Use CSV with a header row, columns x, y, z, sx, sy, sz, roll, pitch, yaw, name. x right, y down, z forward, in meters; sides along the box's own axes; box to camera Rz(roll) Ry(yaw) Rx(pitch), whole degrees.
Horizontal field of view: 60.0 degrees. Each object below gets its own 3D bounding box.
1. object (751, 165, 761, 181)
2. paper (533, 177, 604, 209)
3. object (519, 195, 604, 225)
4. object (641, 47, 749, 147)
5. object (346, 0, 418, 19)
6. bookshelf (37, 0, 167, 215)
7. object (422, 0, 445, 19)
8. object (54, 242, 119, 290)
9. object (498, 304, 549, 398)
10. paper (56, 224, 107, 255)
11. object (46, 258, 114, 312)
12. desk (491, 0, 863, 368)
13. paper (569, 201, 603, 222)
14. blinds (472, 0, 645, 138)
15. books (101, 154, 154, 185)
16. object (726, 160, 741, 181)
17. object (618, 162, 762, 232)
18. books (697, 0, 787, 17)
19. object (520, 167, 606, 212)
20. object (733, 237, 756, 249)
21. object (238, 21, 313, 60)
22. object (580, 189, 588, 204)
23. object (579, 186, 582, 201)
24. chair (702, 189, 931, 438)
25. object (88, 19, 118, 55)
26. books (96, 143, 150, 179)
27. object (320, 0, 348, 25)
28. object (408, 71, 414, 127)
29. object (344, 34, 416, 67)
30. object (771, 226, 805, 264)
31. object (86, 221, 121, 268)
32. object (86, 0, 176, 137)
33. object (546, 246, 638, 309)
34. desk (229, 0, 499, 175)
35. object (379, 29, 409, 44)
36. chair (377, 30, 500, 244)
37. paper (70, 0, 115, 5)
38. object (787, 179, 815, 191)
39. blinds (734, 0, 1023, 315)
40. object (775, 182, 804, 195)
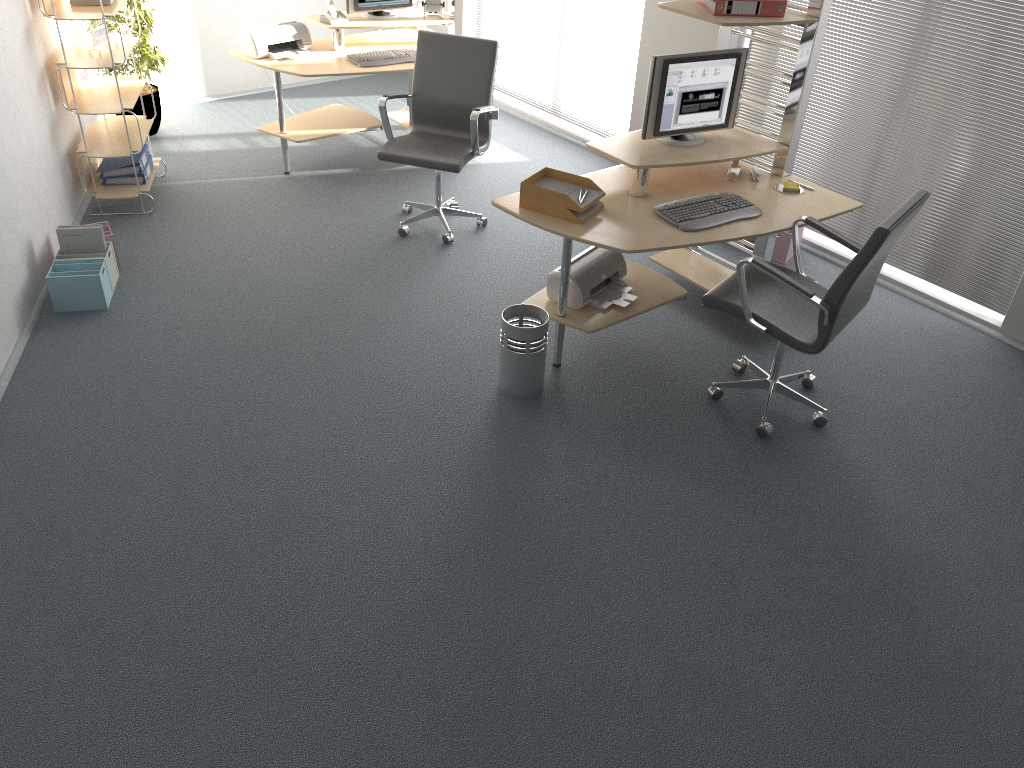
x,y,z,sx,sy,sz,roll,pitch,yaw,name
1.192,-1.035,4.338,0.022,0.042,0.134,5,35,2,object
0.225,-0.841,3.897,0.297,0.010,0.210,21,39,23,paper
0.223,-0.809,3.920,0.309,0.060,0.225,21,39,23,object
0.831,-1.363,4.174,0.516,0.418,0.245,-7,36,-15,object
-0.883,-2.679,5.910,0.516,0.418,0.245,-12,38,-21,object
-2.361,-1.829,5.128,0.381,1.572,0.724,-4,36,-10,bookshelf
-0.532,-2.552,6.002,0.154,0.135,0.093,1,35,-3,object
-2.193,-0.598,4.586,0.245,0.202,0.185,-4,36,-11,object
0.050,-0.143,3.971,0.208,0.377,0.208,5,35,3,object
-2.192,-0.664,4.558,0.220,0.306,0.068,-4,36,-11,paper
-2.156,-0.492,4.439,0.245,0.202,0.185,-4,36,-11,object
0.771,-0.872,4.022,1.469,1.566,0.967,-22,42,-32,desk
0.223,-0.799,3.927,0.297,0.019,0.210,21,39,23,paper
0.325,-3.288,6.226,0.037,2.749,1.950,-22,42,-32,blinds
-2.375,-1.324,5.469,0.262,0.072,0.320,-4,36,-10,books
1.088,-1.055,4.340,0.054,0.064,0.159,13,36,14,object
0.737,-0.895,4.158,0.478,0.082,0.814,-17,40,-26,object
1.028,-1.717,3.977,0.320,0.072,0.262,-1,35,-6,books
0.225,-0.855,3.888,0.309,0.060,0.225,21,39,23,object
1.440,-0.964,5.414,0.245,0.202,0.185,-22,42,-32,object
-1.462,-2.191,5.664,0.351,0.162,0.438,30,43,33,object
0.313,-0.814,3.851,0.008,0.009,0.159,11,36,11,object
0.300,-0.830,3.873,0.008,0.009,0.159,6,35,4,object
1.206,-0.343,3.754,0.652,1.048,0.584,26,41,29,chair
-2.329,-1.974,5.022,0.077,0.161,0.192,7,35,5,object
-2.382,-1.369,5.436,0.263,0.100,0.320,-4,36,-10,books
-1.166,-2.439,5.776,0.119,0.151,0.150,26,41,29,object
-0.515,-1.979,6.251,0.199,0.422,0.471,-22,42,-32,object
-0.950,-2.227,5.919,0.478,0.082,0.814,-17,40,-26,object
1.600,-0.866,5.287,0.185,0.202,0.245,23,39,26,object
-2.265,-0.724,4.761,0.245,0.202,0.185,-16,39,-25,object
-2.647,-2.304,6.161,0.544,1.147,0.644,-3,35,-9,object
0.422,-0.499,4.190,0.351,0.162,0.438,25,40,27,object
-0.955,-2.200,5.773,1.469,1.566,0.967,-22,42,-32,desk
-0.700,-2.354,6.116,0.168,0.088,0.742,-21,42,-30,object
-0.422,-1.407,5.137,0.584,1.048,0.652,12,36,13,chair
-2.349,-2.185,4.997,0.213,0.046,0.297,-4,36,-11,paper
1.390,-0.963,4.279,0.011,0.011,0.158,-25,44,-34,object
2.057,-1.958,4.472,0.022,2.770,1.950,-22,42,-32,blinds
1.326,-0.941,4.229,0.132,0.026,0.132,-22,42,-32,object
